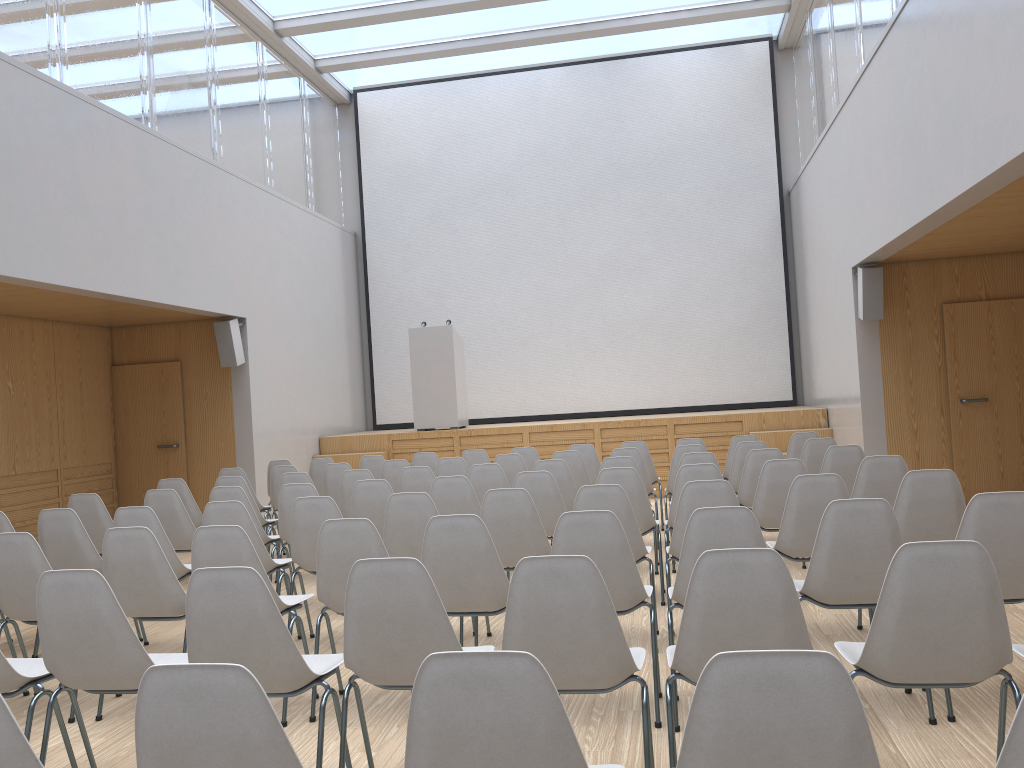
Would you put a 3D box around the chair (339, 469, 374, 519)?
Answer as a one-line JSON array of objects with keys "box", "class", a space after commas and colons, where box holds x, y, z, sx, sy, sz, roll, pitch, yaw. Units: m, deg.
[{"box": [-1.137, 1.103, 7.110, 0.479, 0.876, 0.505, -4, -1, 10], "class": "chair"}]

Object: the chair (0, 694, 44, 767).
[{"box": [-1.038, 0.997, 1.954, 0.479, 0.876, 0.505, -4, -1, 10], "class": "chair"}]

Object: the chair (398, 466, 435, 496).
[{"box": [-0.668, 1.073, 7.048, 0.479, 0.876, 0.505, -4, -1, 10], "class": "chair"}]

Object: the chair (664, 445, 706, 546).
[{"box": [1.547, 0.947, 7.634, 0.479, 0.876, 0.505, -4, -1, 10], "class": "chair"}]

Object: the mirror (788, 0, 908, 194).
[{"box": [2.501, -3.864, 4.001, 0.253, 2.089, 17.827, -4, -1, 10], "class": "mirror"}]

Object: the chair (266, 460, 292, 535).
[{"box": [-2.326, 1.221, 9.369, 0.479, 0.876, 0.505, -4, -1, 10], "class": "chair"}]

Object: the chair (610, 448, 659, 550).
[{"box": [1.031, 0.981, 7.765, 0.479, 0.876, 0.505, -4, -1, 10], "class": "chair"}]

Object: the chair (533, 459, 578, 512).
[{"box": [0.356, 1.006, 6.887, 0.479, 0.876, 0.505, -4, -1, 10], "class": "chair"}]

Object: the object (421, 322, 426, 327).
[{"box": [-1.194, -0.702, 12.009, 0.166, 0.305, 0.252, -3, -1, -18], "class": "object"}]

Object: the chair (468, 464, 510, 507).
[{"box": [-0.131, 1.036, 6.871, 0.479, 0.876, 0.505, -4, -1, 10], "class": "chair"}]

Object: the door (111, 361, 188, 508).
[{"box": [-4.185, 0.778, 10.213, 0.873, 2.024, 0.108, -4, -1, 10], "class": "door"}]

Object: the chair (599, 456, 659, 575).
[{"box": [0.849, 0.973, 6.741, 0.479, 0.876, 0.505, -4, -1, 10], "class": "chair"}]

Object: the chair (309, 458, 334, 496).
[{"box": [-1.856, 1.188, 9.203, 0.479, 0.876, 0.505, -4, -1, 10], "class": "chair"}]

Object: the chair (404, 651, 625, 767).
[{"box": [0.010, 0.930, 1.871, 0.479, 0.876, 0.505, -4, -1, 10], "class": "chair"}]

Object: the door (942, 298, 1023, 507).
[{"box": [4.746, 0.193, 8.647, 0.873, 2.024, 0.108, -4, -1, 10], "class": "door"}]

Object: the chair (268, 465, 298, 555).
[{"box": [-2.005, 1.180, 8.297, 0.479, 0.876, 0.505, -4, -1, 10], "class": "chair"}]

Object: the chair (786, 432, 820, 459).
[{"box": [2.790, 0.886, 8.472, 0.479, 0.876, 0.505, -4, -1, 10], "class": "chair"}]

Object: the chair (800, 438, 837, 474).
[{"box": [2.577, 0.879, 7.453, 0.479, 0.876, 0.505, -4, -1, 10], "class": "chair"}]

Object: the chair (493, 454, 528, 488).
[{"box": [0.034, 1.047, 7.940, 0.479, 0.876, 0.505, -4, -1, 10], "class": "chair"}]

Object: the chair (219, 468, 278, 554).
[{"box": [-2.520, 1.214, 8.416, 0.479, 0.876, 0.505, -4, -1, 10], "class": "chair"}]

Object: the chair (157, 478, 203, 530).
[{"box": [-2.691, 1.206, 7.421, 0.479, 0.876, 0.505, -4, -1, 10], "class": "chair"}]

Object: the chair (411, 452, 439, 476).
[{"box": [-0.803, 1.121, 9.102, 0.479, 0.876, 0.505, -4, -1, 10], "class": "chair"}]

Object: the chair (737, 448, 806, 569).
[{"box": [1.891, 0.906, 6.628, 0.479, 0.876, 0.505, -4, -1, 10], "class": "chair"}]

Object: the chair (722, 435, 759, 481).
[{"box": [2.260, 0.921, 8.593, 0.479, 0.876, 0.505, -4, -1, 10], "class": "chair"}]

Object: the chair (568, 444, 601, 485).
[{"box": [0.738, 1.019, 8.791, 0.479, 0.876, 0.505, -4, -1, 10], "class": "chair"}]

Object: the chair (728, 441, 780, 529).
[{"box": [2.058, 0.914, 7.604, 0.479, 0.876, 0.505, -4, -1, 10], "class": "chair"}]

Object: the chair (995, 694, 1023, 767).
[{"box": [1.021, 0.863, 1.634, 0.479, 0.876, 0.505, -4, -1, 10], "class": "chair"}]

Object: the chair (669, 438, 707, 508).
[{"box": [1.760, 0.953, 8.653, 0.479, 0.876, 0.505, -4, -1, 10], "class": "chair"}]

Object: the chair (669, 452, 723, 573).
[{"box": [1.421, 0.936, 6.682, 0.479, 0.876, 0.505, -4, -1, 10], "class": "chair"}]

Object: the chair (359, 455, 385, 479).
[{"box": [-1.340, 1.155, 9.155, 0.479, 0.876, 0.505, -4, -1, 10], "class": "chair"}]

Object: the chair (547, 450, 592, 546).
[{"box": [0.536, 1.014, 7.880, 0.479, 0.876, 0.505, -4, -1, 10], "class": "chair"}]

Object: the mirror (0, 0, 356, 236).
[{"box": [-4.175, -3.427, 5.171, 0.253, 2.089, 17.827, -4, -1, 10], "class": "mirror"}]

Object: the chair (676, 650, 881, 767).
[{"box": [0.518, 0.896, 1.764, 0.479, 0.876, 0.505, -4, -1, 10], "class": "chair"}]

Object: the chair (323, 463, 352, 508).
[{"box": [-1.494, 1.146, 8.167, 0.479, 0.876, 0.505, -4, -1, 10], "class": "chair"}]

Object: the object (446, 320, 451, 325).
[{"box": [-0.853, -0.725, 11.949, 0.166, 0.305, 0.252, -3, -1, -18], "class": "object"}]

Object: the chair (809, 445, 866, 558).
[{"box": [2.419, 0.871, 6.507, 0.479, 0.876, 0.505, -4, -1, 10], "class": "chair"}]

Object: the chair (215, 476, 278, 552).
[{"box": [-2.171, 1.170, 7.270, 0.479, 0.876, 0.505, -4, -1, 10], "class": "chair"}]

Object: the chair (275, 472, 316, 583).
[{"box": [-1.649, 1.138, 7.248, 0.479, 0.876, 0.505, -4, -1, 10], "class": "chair"}]

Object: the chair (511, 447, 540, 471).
[{"box": [0.182, 1.056, 8.909, 0.479, 0.876, 0.505, -4, -1, 10], "class": "chair"}]

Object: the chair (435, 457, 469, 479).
[{"box": [-0.465, 1.078, 7.986, 0.479, 0.876, 0.505, -4, -1, 10], "class": "chair"}]

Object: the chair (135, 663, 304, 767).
[{"box": [-0.524, 0.964, 1.905, 0.479, 0.876, 0.505, -4, -1, 10], "class": "chair"}]

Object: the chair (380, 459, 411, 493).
[{"box": [-0.970, 1.113, 8.134, 0.479, 0.876, 0.505, -4, -1, 10], "class": "chair"}]

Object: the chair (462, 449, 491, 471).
[{"box": [-0.307, 1.089, 9.043, 0.479, 0.876, 0.505, -4, -1, 10], "class": "chair"}]

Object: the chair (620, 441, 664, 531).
[{"box": [1.235, 0.988, 8.763, 0.479, 0.876, 0.505, -4, -1, 10], "class": "chair"}]
